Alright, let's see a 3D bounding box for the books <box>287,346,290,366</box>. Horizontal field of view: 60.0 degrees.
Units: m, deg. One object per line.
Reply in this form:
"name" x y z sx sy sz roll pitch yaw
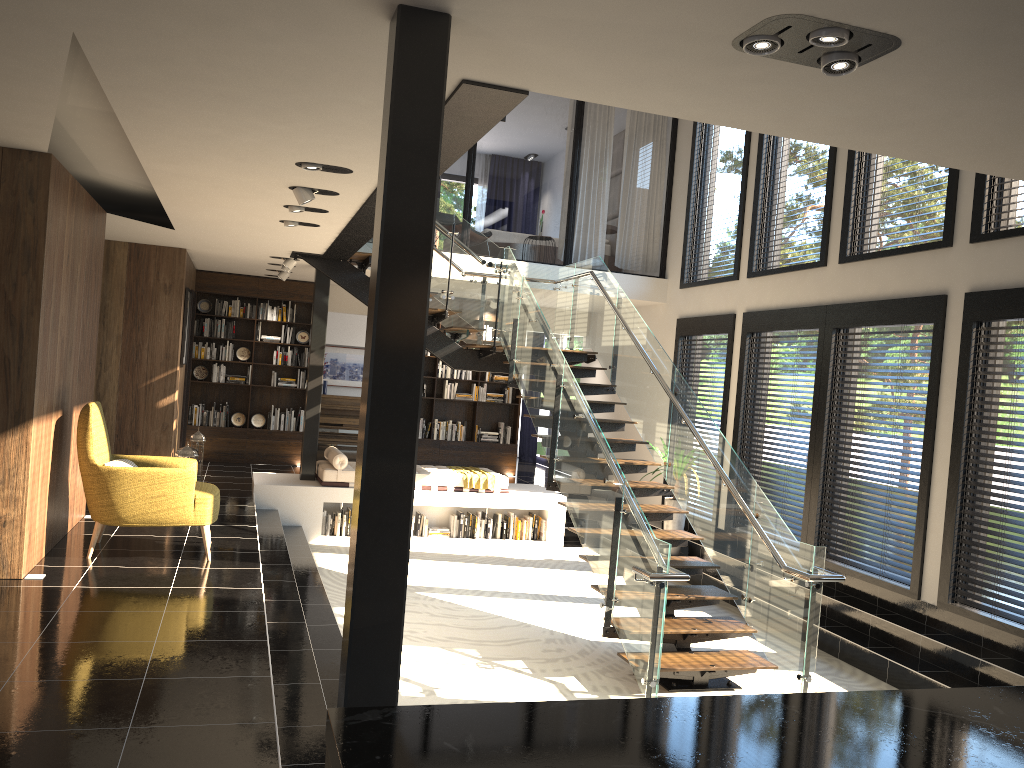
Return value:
"books" -3.259 -0.408 12.921 0.020 0.281 0.153 4 1 -17

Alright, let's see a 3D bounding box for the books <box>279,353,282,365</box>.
"books" -3.373 -0.367 12.889 0.028 0.180 0.130 4 1 -17

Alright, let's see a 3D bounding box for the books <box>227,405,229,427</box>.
"books" -4.076 0.460 12.728 0.042 0.315 0.193 4 1 -17

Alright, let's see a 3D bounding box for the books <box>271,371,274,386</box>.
"books" -3.485 -0.080 12.913 0.028 0.224 0.161 4 1 -17

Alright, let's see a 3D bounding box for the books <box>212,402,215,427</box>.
"books" -4.254 0.433 12.653 0.016 0.341 0.217 4 1 -17

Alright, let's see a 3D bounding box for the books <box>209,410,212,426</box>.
"books" -4.304 0.489 12.671 0.026 0.222 0.209 4 1 -17

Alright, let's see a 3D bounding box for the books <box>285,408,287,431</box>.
"books" -3.303 0.518 12.956 0.012 0.322 0.177 4 1 -17

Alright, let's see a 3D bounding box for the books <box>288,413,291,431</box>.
"books" -3.267 0.556 12.989 0.022 0.250 0.144 4 1 -17

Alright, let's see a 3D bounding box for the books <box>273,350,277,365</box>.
"books" -3.449 -0.388 12.887 0.033 0.211 0.132 4 1 -17

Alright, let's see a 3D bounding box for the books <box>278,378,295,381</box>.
"books" -3.296 -0.066 12.979 0.239 0.031 0.146 5 0 -17

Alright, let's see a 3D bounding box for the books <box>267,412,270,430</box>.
"books" -3.549 0.537 12.914 0.023 0.244 0.135 4 1 -17

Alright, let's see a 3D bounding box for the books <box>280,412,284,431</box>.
"books" -3.356 0.547 12.952 0.037 0.256 0.145 4 1 -17

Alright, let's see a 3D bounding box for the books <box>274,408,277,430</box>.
"books" -3.453 0.508 12.936 0.019 0.317 0.122 4 1 -17

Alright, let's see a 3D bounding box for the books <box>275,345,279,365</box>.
"books" -3.417 -0.421 12.887 0.025 0.280 0.145 4 1 -17

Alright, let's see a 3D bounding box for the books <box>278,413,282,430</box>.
"books" -3.396 0.546 12.961 0.034 0.250 0.114 4 1 -17

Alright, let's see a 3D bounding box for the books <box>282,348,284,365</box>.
"books" -3.330 -0.400 12.885 0.021 0.253 0.167 4 1 -17

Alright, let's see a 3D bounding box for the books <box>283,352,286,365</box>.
"books" -3.316 -0.372 12.913 0.026 0.200 0.154 4 1 -17

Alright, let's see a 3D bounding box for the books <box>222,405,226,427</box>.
"books" -4.127 0.461 12.712 0.027 0.304 0.204 4 1 -17

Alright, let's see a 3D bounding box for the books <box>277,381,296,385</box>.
"books" -3.296 -0.017 12.966 0.263 0.030 0.159 4 0 -20

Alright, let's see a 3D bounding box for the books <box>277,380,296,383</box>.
"books" -3.295 -0.041 12.971 0.266 0.019 0.157 5 0 -15

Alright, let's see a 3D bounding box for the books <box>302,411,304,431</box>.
"books" -3.066 0.544 13.032 0.029 0.306 0.149 4 1 -17

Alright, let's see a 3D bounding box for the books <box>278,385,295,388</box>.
"books" -3.301 0.037 12.969 0.245 0.021 0.159 5 0 -15

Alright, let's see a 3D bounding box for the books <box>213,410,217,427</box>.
"books" -4.247 0.493 12.698 0.034 0.223 0.208 4 1 -17

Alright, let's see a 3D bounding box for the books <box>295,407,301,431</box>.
"books" -3.143 0.514 13.009 0.065 0.354 0.164 4 1 -17

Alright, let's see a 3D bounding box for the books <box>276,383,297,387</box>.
"books" -3.295 0.013 12.958 0.271 0.028 0.174 4 0 -22

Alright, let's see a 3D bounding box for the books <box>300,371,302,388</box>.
"books" -3.098 -0.060 12.999 0.014 0.247 0.192 4 1 -17

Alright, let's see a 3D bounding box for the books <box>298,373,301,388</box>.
"books" -3.127 -0.052 13.025 0.024 0.226 0.141 4 1 -17

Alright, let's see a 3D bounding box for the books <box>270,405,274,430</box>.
"books" -3.488 0.484 12.878 0.017 0.359 0.189 4 1 -17

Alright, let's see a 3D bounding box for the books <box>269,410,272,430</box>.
"books" -3.523 0.522 12.914 0.024 0.278 0.135 4 1 -17

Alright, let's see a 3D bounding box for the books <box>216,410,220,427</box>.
"books" -4.213 0.496 12.708 0.036 0.222 0.173 4 1 -17

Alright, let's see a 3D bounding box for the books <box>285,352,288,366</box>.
"books" -3.280 -0.367 12.894 0.032 0.195 0.182 4 1 -17

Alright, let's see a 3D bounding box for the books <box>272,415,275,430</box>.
"books" -3.482 0.557 12.930 0.034 0.215 0.104 4 1 -17

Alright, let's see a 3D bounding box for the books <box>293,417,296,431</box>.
"books" -3.203 0.589 13.022 0.032 0.195 0.134 4 1 -17

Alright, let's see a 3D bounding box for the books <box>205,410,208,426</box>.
"books" -4.349 0.488 12.639 0.021 0.217 0.220 4 1 -17

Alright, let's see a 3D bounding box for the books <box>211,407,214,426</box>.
"books" -4.277 0.461 12.665 0.017 0.282 0.232 4 1 -17

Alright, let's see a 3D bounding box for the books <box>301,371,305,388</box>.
"books" -3.085 -0.065 13.047 0.038 0.257 0.138 4 1 -17

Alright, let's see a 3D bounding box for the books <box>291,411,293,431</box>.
"books" -3.225 0.539 12.981 0.018 0.292 0.191 4 1 -17

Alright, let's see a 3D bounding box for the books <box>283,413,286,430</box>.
"books" -3.330 0.547 12.975 0.025 0.260 0.114 4 1 -17

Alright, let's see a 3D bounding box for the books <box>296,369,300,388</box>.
"books" -3.136 -0.080 12.997 0.014 0.279 0.202 4 1 -17

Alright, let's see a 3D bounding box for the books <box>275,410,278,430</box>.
"books" -3.436 0.523 12.943 0.019 0.289 0.145 4 1 -17

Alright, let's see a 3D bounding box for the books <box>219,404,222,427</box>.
"books" -4.178 0.449 12.695 0.016 0.322 0.218 4 1 -17

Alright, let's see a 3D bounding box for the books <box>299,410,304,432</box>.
"books" -3.098 0.537 13.029 0.035 0.315 0.168 4 1 -17

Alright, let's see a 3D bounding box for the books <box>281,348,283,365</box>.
"books" -3.349 -0.401 12.888 0.014 0.253 0.169 4 1 -17

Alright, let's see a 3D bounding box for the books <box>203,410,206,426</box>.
"books" -4.390 0.487 12.676 0.035 0.212 0.159 4 1 -17

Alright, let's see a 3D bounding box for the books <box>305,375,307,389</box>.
"books" -3.016 -0.057 13.014 0.047 0.253 0.210 4 1 -17

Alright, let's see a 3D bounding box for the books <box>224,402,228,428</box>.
"books" -4.097 0.438 12.696 0.019 0.356 0.234 4 1 -17

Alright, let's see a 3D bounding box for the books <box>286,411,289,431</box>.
"books" -3.286 0.537 12.967 0.029 0.286 0.137 4 1 -17

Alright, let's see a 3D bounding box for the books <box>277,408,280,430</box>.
"books" -3.412 0.510 12.933 0.019 0.321 0.161 4 1 -17

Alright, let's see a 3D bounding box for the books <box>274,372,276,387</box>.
"books" -3.446 -0.068 12.895 0.036 0.206 0.215 4 1 -17

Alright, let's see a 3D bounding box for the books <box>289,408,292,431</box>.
"books" -3.240 0.517 12.976 0.016 0.332 0.195 4 1 -17

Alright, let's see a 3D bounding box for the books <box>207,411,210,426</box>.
"books" -4.334 0.494 12.672 0.029 0.207 0.166 4 1 -17

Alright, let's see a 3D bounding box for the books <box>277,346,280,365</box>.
"books" -3.391 -0.414 12.877 0.019 0.272 0.175 4 1 -17

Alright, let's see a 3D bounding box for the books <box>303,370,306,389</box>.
"books" -3.046 -0.067 13.009 0.013 0.267 0.177 4 1 -17

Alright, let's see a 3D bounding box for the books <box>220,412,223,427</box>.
"books" -4.165 0.506 12.723 0.033 0.208 0.192 4 1 -17
